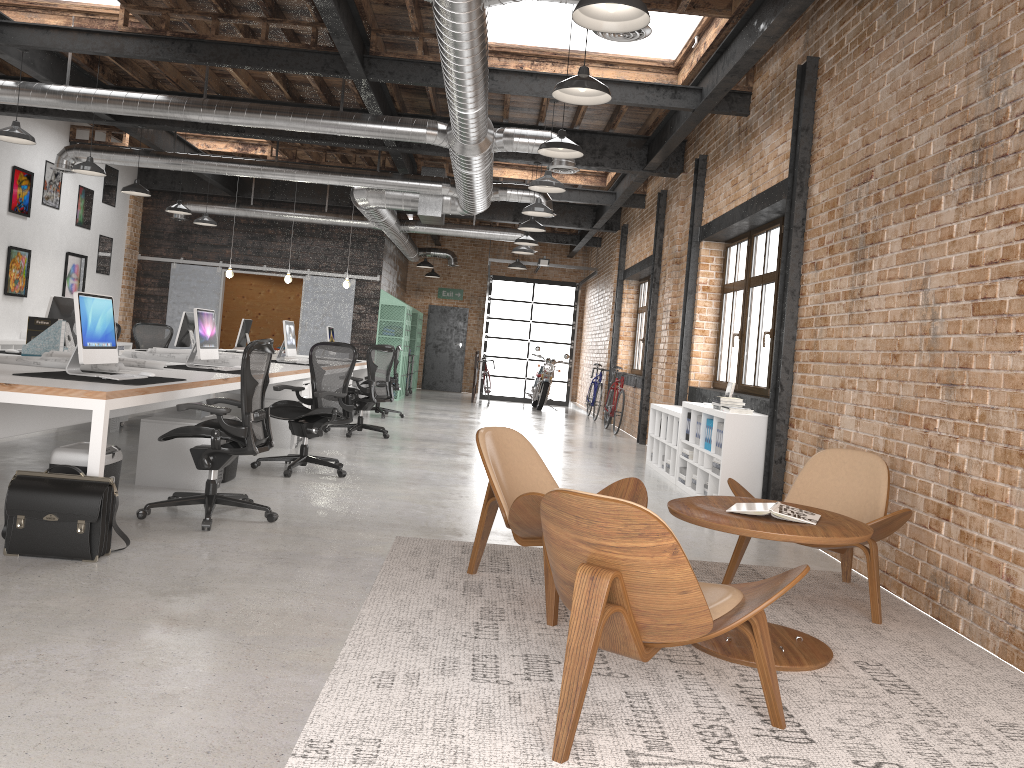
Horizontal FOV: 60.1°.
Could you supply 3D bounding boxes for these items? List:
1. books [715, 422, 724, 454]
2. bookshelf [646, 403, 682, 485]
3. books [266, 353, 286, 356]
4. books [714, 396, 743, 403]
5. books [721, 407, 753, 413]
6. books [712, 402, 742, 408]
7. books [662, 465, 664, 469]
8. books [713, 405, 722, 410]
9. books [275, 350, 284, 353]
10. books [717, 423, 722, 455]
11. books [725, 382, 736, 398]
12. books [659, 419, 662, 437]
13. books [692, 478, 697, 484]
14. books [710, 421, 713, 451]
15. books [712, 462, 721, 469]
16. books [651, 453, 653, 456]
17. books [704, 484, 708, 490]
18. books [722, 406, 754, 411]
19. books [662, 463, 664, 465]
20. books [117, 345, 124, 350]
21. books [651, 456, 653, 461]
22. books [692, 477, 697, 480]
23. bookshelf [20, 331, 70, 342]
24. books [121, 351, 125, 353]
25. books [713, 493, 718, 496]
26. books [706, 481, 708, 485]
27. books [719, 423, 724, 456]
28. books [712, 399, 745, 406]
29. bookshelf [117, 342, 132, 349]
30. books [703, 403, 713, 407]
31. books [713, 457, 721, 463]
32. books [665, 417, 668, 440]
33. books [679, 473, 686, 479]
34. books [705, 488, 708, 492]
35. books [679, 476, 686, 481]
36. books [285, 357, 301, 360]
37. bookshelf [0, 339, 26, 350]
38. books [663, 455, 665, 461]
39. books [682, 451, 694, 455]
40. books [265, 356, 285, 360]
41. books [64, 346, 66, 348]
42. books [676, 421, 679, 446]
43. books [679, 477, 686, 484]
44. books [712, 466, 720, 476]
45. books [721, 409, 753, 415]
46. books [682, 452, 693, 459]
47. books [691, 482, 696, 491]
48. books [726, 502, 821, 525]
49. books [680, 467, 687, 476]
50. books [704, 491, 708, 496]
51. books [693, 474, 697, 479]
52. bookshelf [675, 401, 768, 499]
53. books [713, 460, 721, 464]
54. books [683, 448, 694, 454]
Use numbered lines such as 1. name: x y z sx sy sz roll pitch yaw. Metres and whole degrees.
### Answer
1. books: 1.795 0.453 7.250 0.232 0.261 0.062 5 -1 -2
2. bookshelf: 1.758 0.607 9.229 0.400 0.685 1.544 5 2 -2
3. books: -2.930 -0.371 11.040 0.193 0.044 0.257 6 2 16
4. books: 1.815 0.129 7.433 0.190 0.028 0.239 5 2 0
5. books: 1.815 0.211 7.154 0.187 0.014 0.248 5 2 -4
6. books: 1.806 0.176 7.432 0.191 0.023 0.242 5 2 -4
7. books: 1.684 0.868 9.189 0.207 0.061 0.274 5 2 -2
8. books: 1.810 0.205 7.423 0.191 0.032 0.259 5 2 0
9. books: -2.942 -0.403 11.041 0.153 0.030 0.185 5 2 -4
10. books: 1.797 0.455 7.187 0.232 0.261 0.062 5 -1 -2
11. books: 2.030 0.094 8.288 0.065 0.224 0.161 5 0 -2
12. books: 1.755 0.426 9.664 0.272 0.354 0.063 5 -1 3
13. books: 1.724 0.867 7.828 0.207 0.067 0.275 5 2 -2
14. books: 1.790 0.446 7.422 0.232 0.261 0.062 5 -1 -2
15. books: 1.746 0.654 7.110 0.207 0.067 0.275 5 2 -2
16. books: 1.671 0.788 9.811 0.207 0.067 0.275 5 2 -2
17. books: 1.775 0.885 7.525 0.222 0.055 0.282 5 2 -1
18. books: 1.823 0.198 7.152 0.202 0.012 0.251 5 2 0
19. books: 1.690 0.842 9.181 0.219 0.034 0.260 5 2 -2
20. books: -3.814 -0.346 8.327 0.193 0.044 0.257 6 2 16
21. books: 1.673 0.839 9.818 0.217 0.072 0.290 5 2 -2
22. books: 1.729 0.841 7.821 0.219 0.039 0.260 5 2 -2
23. bookshelf: -7.027 -0.386 13.704 0.400 0.800 1.544 5 2 -2
24. books: -3.848 -0.314 9.076 0.244 0.019 0.205 7 3 36
25. books: 1.746 0.907 7.094 0.214 0.046 0.251 5 2 -2
26. books: 1.774 0.853 7.501 0.199 0.054 0.240 5 2 -1
27. books: 1.799 0.458 7.122 0.232 0.261 0.062 5 -1 -2
28. books: 1.816 0.155 7.424 0.211 0.023 0.259 5 2 -2
29. bookshelf: -7.076 -0.390 15.248 0.400 0.685 1.544 5 2 -2
30. books: 1.836 0.192 7.952 0.174 0.021 0.273 5 2 -2
31. books: 1.753 0.610 7.099 0.214 0.052 0.252 5 2 -2
32. books: 1.717 0.482 9.327 0.182 0.262 0.056 5 -1 3
33. books: 1.694 0.859 8.256 0.214 0.046 0.251 5 2 -2
34. books: 1.749 0.911 7.512 0.163 0.047 0.239 5 2 -1
35. books: 1.693 0.877 8.261 0.219 0.034 0.260 5 2 -2
36. books: -2.965 -0.338 11.788 0.244 0.019 0.205 7 3 36
37. bookshelf: -6.988 -0.266 12.147 0.400 0.685 1.544 5 2 -2
38. books: 1.697 0.788 9.196 0.217 0.078 0.291 5 2 -2
39. books: 1.715 0.639 8.216 0.219 0.034 0.260 5 2 -2
40. books: -2.956 -0.325 11.023 0.200 0.050 0.272 5 2 -4
41. books: -6.964 -0.549 13.565 0.232 0.261 0.062 5 -1 -2
42. books: 1.717 0.506 8.702 0.182 0.262 0.056 5 -1 3
43. books: 1.687 0.903 8.269 0.207 0.061 0.274 5 2 -2
44. books: 1.748 0.705 7.117 0.217 0.072 0.290 5 2 -2
45. books: 1.813 0.224 7.150 0.187 0.014 0.253 5 2 -2
46. books: 1.710 0.665 8.224 0.207 0.061 0.274 5 2 -2
47. books: 1.726 0.918 7.835 0.217 0.072 0.290 5 2 -2
48. books: 1.087 0.520 3.668 0.350 0.035 0.256 6 2 24
49. books: 1.701 0.823 8.276 0.217 0.078 0.291 5 2 -2
50. books: 1.753 0.940 7.525 0.184 0.049 0.261 5 2 -1
51. books: 1.730 0.823 7.817 0.214 0.052 0.252 5 2 -2
52. bookshelf: 1.813 0.612 7.676 0.400 0.800 1.544 5 2 -2
53. books: 1.752 0.628 7.103 0.219 0.039 0.260 5 2 -2
54. books: 1.716 0.621 8.212 0.214 0.046 0.251 5 2 -2
